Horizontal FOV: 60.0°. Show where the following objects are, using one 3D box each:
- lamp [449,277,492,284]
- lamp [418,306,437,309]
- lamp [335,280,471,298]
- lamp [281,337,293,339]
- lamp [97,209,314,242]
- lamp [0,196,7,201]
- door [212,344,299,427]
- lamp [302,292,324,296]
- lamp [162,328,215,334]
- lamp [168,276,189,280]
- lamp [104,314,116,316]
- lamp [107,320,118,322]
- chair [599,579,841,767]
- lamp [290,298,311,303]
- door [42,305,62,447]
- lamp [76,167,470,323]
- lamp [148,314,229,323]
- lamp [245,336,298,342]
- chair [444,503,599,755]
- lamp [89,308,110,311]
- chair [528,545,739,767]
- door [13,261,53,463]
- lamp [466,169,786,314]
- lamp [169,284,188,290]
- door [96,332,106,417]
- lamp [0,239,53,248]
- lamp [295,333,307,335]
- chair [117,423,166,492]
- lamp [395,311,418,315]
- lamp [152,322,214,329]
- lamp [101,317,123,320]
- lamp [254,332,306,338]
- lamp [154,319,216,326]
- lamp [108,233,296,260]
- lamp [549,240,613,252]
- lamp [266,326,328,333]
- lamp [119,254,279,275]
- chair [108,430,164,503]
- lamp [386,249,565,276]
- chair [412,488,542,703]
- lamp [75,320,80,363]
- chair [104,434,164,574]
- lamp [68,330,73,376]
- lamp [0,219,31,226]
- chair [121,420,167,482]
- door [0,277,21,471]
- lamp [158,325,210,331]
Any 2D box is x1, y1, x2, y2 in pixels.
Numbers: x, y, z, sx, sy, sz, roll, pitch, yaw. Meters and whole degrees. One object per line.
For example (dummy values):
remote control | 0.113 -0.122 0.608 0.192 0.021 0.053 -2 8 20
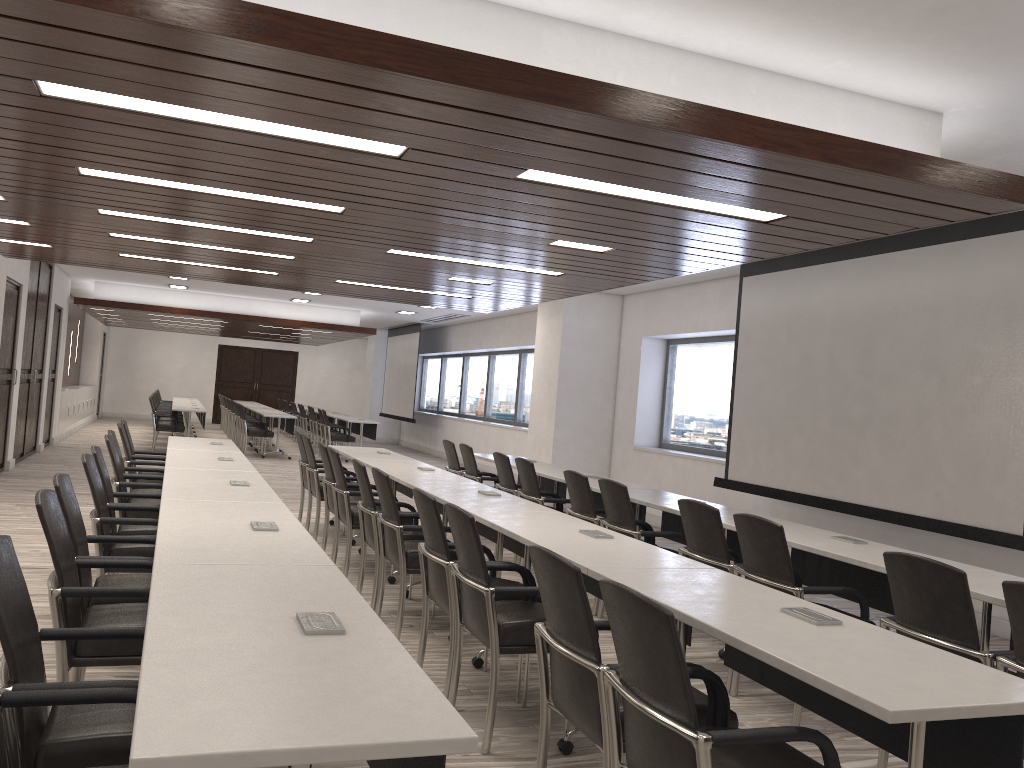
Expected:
lamp | -0.384 -0.992 8.318 0.421 0.046 0.236 5 -1 -21
lamp | -1.438 -1.421 15.651 0.324 0.120 0.519 5 -1 -21
lamp | -1.134 -1.031 9.445 1.496 0.045 0.236 5 -1 -21
lamp | -5.490 -1.154 21.799 0.421 0.046 0.236 5 -1 -21
lamp | -2.197 -1.171 6.453 1.496 0.045 0.236 5 -1 -21
lamp | -3.637 -1.297 5.906 0.464 0.045 0.236 5 -1 -21
door | -7.667 0.081 26.551 2.329 2.323 0.200 5 -1 -21
lamp | -3.331 -1.585 14.932 0.324 0.120 0.519 5 -1 -21
lamp | -8.159 -1.360 22.198 1.496 0.045 0.236 5 -1 -21
lamp | -5.324 -1.759 14.175 0.324 0.120 0.519 5 -1 -21
lamp | -8.275 -1.444 18.153 0.464 0.045 0.236 5 -1 -21
lamp | -9.132 -1.471 20.416 0.464 0.045 0.236 5 -1 -21
chair | 0.544 1.007 2.355 0.638 0.939 0.513 5 -1 -21
lamp | -3.937 -1.605 16.532 0.324 0.120 0.519 5 -1 -21
door | -7.610 -0.135 14.551 0.200 2.323 1.163 5 -1 -21
lamp | -1.484 -1.267 11.969 1.469 0.552 14.295 5 -1 2
lamp | -6.289 -1.301 17.260 1.496 0.045 0.236 5 -1 -21
lamp | -6.239 -1.193 22.927 1.496 0.045 0.236 5 -1 -21
chair | 0.012 0.990 3.765 0.638 0.939 0.513 5 -1 -21
lamp | -7.730 -1.426 16.713 0.464 0.045 0.236 5 -1 -21
chair | 0.360 1.001 2.837 0.638 0.939 0.513 5 -1 -21
door | -6.832 -0.393 12.561 0.200 2.889 2.327 5 -1 -21
lamp | 0.336 -1.154 10.172 1.499 0.552 12.001 5 -1 -4
lamp | -5.930 -1.778 15.776 0.324 0.120 0.519 5 -1 -21
door | -11.180 -0.248 23.978 0.200 2.323 1.163 5 -1 -21
lamp | -4.494 -1.324 8.169 0.464 0.045 0.236 5 -1 -21
lamp | -4.633 -1.126 19.537 0.421 0.046 0.236 5 -1 -21
chair | -3.029 0.815 7.492 0.638 0.939 0.513 5 -1 -21
lamp | -2.044 -1.440 17.251 0.324 0.120 0.519 5 -1 -21
lamp | -7.302 -1.333 19.935 1.496 0.045 0.236 5 -1 -21
lamp | -8.743 -1.458 19.387 0.464 0.045 0.236 5 -1 -21
lamp | -5.382 -1.166 20.664 1.496 0.045 0.236 5 -1 -21
lamp | -6.835 -1.318 18.700 1.496 0.045 0.236 5 -1 -21
lamp | -2.586 -1.184 7.482 1.496 0.045 0.236 5 -1 -21
lamp | 0.473 -0.965 6.055 0.421 0.046 0.236 5 -1 -21
lamp | -4.369 -1.134 17.989 1.496 0.045 0.236 5 -1 -21
lamp | -3.054 -1.198 8.716 1.496 0.045 0.236 5 -1 -21
chair | -2.679 0.826 6.553 0.638 0.939 0.513 5 -1 -22
lamp | -0.277 -1.004 7.182 1.496 0.045 0.236 5 -1 -21
chair | -0.181 0.984 4.248 0.638 0.939 0.513 5 -1 -21
lamp | -10.611 -1.047 21.539 0.094 1.058 0.236 5 -1 -21
chair | -2.481 0.833 6.072 0.638 0.939 0.513 5 -1 -20
lamp | -10.169 -0.714 20.299 0.094 1.058 0.236 5 -1 -21
lamp | -4.027 -1.309 6.935 0.464 0.045 0.236 5 -1 -21
chair | -3.217 0.809 7.987 0.638 0.939 0.513 5 -1 -21
door | -6.097 -0.087 10.557 0.200 2.323 1.163 5 -1 -21
lamp | -7.692 -1.345 20.963 1.496 0.045 0.236 5 -1 -21
